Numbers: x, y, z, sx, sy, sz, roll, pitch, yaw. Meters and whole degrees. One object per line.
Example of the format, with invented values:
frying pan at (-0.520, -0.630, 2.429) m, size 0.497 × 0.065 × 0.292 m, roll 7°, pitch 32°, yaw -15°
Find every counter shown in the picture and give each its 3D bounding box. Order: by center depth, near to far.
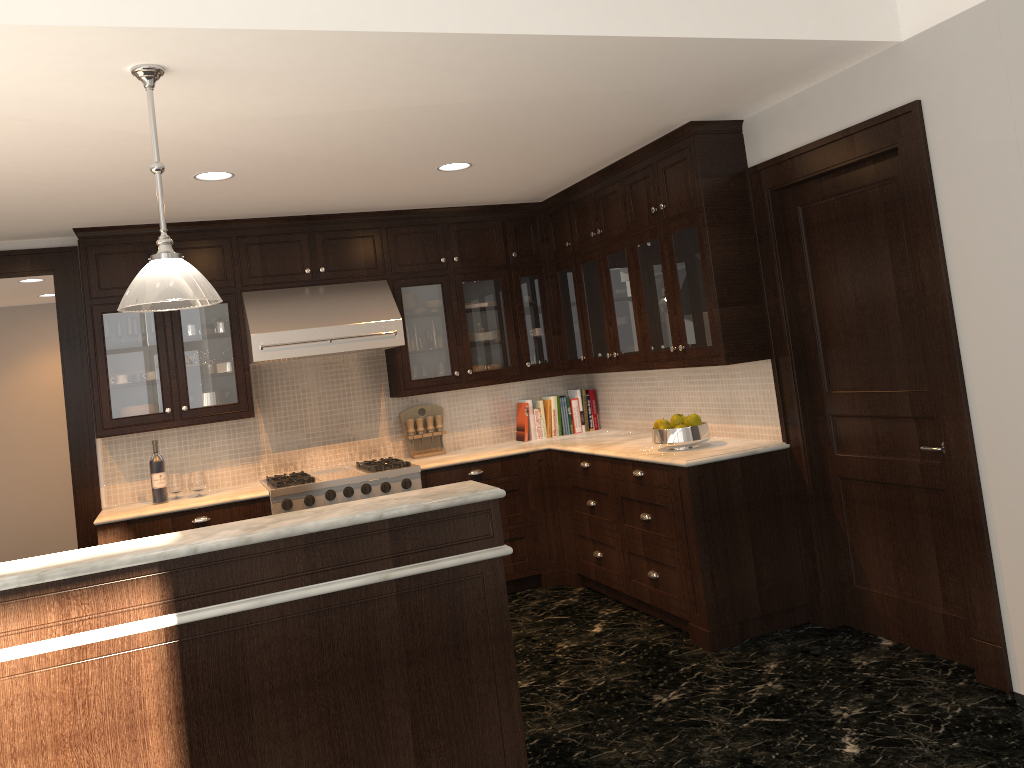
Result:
counter at (-1.400, 0.535, 2.500) m, size 2.864 × 0.032 × 0.326 m, roll -8°, pitch 2°, yaw -21°
counter at (-1.512, 0.725, 2.823) m, size 2.878 × 0.032 × 1.048 m, roll -8°, pitch 2°, yaw -21°
counter at (-0.547, 0.542, 4.962) m, size 3.379 × 0.032 × 2.301 m, roll -8°, pitch 2°, yaw -21°

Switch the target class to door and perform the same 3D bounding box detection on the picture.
door at (1.657, 0.094, 4.030) m, size 0.109 × 2.197 × 0.857 m, roll -6°, pitch -3°, yaw -21°

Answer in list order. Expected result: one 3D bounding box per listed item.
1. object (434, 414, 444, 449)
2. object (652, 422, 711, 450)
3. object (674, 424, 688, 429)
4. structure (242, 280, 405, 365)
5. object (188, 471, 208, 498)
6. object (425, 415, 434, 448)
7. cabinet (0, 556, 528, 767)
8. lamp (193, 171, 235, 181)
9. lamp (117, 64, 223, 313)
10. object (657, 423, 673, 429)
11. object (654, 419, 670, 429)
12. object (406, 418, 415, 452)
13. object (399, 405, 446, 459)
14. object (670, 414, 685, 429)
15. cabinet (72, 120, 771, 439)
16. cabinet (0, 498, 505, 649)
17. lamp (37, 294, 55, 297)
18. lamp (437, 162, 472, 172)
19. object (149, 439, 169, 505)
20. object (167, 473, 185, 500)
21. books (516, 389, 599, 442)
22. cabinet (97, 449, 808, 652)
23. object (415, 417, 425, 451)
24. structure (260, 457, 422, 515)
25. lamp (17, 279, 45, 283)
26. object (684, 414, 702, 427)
object at (-0.498, 0.328, 6.120) m, size 0.061 × 0.239 × 0.061 m, roll -9°, pitch -4°, yaw 33°
object at (0.919, 0.286, 4.806) m, size 0.319 × 0.123 × 0.316 m, roll -8°, pitch 1°, yaw -27°
object at (0.910, 0.263, 4.717) m, size 0.091 × 0.098 × 0.092 m, roll -7°, pitch -1°, yaw 9°
structure at (-1.237, -0.422, 5.701) m, size 0.934 × 0.480 × 0.635 m, roll -7°, pitch 0°, yaw -21°
object at (-1.902, 0.607, 5.346) m, size 0.113 × 0.152 × 0.111 m, roll -6°, pitch -2°, yaw -29°
object at (-0.560, 0.331, 6.096) m, size 0.060 × 0.227 × 0.061 m, roll -10°, pitch -4°, yaw 39°
cabinet at (-1.456, 1.165, 2.800) m, size 2.857 × 0.918 × 1.019 m, roll -8°, pitch 0°, yaw -21°
lamp at (-1.497, -1.103, 4.417) m, size 0.196 × 0.137 × 0.198 m, roll -7°, pitch 0°, yaw 34°
lamp at (-1.146, -0.641, 2.868) m, size 0.318 × 0.788 × 0.315 m, roll -7°, pitch -3°, yaw -7°
object at (0.832, 0.262, 4.783) m, size 0.100 × 0.097 × 0.091 m, roll -7°, pitch -1°, yaw -3°
object at (0.827, 0.241, 4.859) m, size 0.090 × 0.099 × 0.093 m, roll -8°, pitch -1°, yaw 36°
object at (-0.687, 0.349, 6.045) m, size 0.061 × 0.230 × 0.060 m, roll -4°, pitch -4°, yaw -39°
object at (-0.598, 0.322, 6.093) m, size 0.317 × 0.351 × 0.109 m, roll -7°, pitch -3°, yaw -21°
object at (0.905, 0.211, 4.792) m, size 0.091 × 0.100 × 0.095 m, roll -6°, pitch -2°, yaw -44°
cabinet at (-0.678, -0.528, 5.037) m, size 3.378 × 1.262 × 2.293 m, roll -7°, pitch 1°, yaw -21°
cabinet at (-1.399, 0.628, 2.491) m, size 2.846 × 0.153 × 0.291 m, roll -8°, pitch 1°, yaw -21°
lamp at (-4.223, -0.872, 8.050) m, size 0.196 × 0.137 × 0.198 m, roll -7°, pitch 0°, yaw 44°
lamp at (-0.325, -1.262, 4.875) m, size 0.197 × 0.137 × 0.198 m, roll -7°, pitch 0°, yaw 14°
object at (-2.111, 0.521, 5.261) m, size 0.094 × 0.380 × 0.094 m, roll -7°, pitch -3°, yaw -6°
object at (-2.050, 0.624, 5.381) m, size 0.113 × 0.152 × 0.111 m, roll -6°, pitch -2°, yaw -29°
books at (0.315, 0.219, 6.442) m, size 0.605 × 0.313 × 0.193 m, roll -7°, pitch -2°, yaw -22°
cabinet at (-0.491, 0.997, 4.933) m, size 3.379 × 0.885 × 2.301 m, roll -8°, pitch 1°, yaw -21°
object at (-0.626, 0.345, 6.069) m, size 0.060 × 0.239 × 0.061 m, roll -10°, pitch -4°, yaw 39°
structure at (-1.058, 0.961, 5.587) m, size 0.909 × 0.843 × 0.714 m, roll -7°, pitch -1°, yaw -21°
lamp at (-3.846, -0.889, 7.059) m, size 0.198 × 0.137 × 0.196 m, roll -7°, pitch 0°, yaw -16°
object at (0.969, 0.208, 4.730) m, size 0.092 × 0.099 × 0.091 m, roll -8°, pitch -2°, yaw 40°
